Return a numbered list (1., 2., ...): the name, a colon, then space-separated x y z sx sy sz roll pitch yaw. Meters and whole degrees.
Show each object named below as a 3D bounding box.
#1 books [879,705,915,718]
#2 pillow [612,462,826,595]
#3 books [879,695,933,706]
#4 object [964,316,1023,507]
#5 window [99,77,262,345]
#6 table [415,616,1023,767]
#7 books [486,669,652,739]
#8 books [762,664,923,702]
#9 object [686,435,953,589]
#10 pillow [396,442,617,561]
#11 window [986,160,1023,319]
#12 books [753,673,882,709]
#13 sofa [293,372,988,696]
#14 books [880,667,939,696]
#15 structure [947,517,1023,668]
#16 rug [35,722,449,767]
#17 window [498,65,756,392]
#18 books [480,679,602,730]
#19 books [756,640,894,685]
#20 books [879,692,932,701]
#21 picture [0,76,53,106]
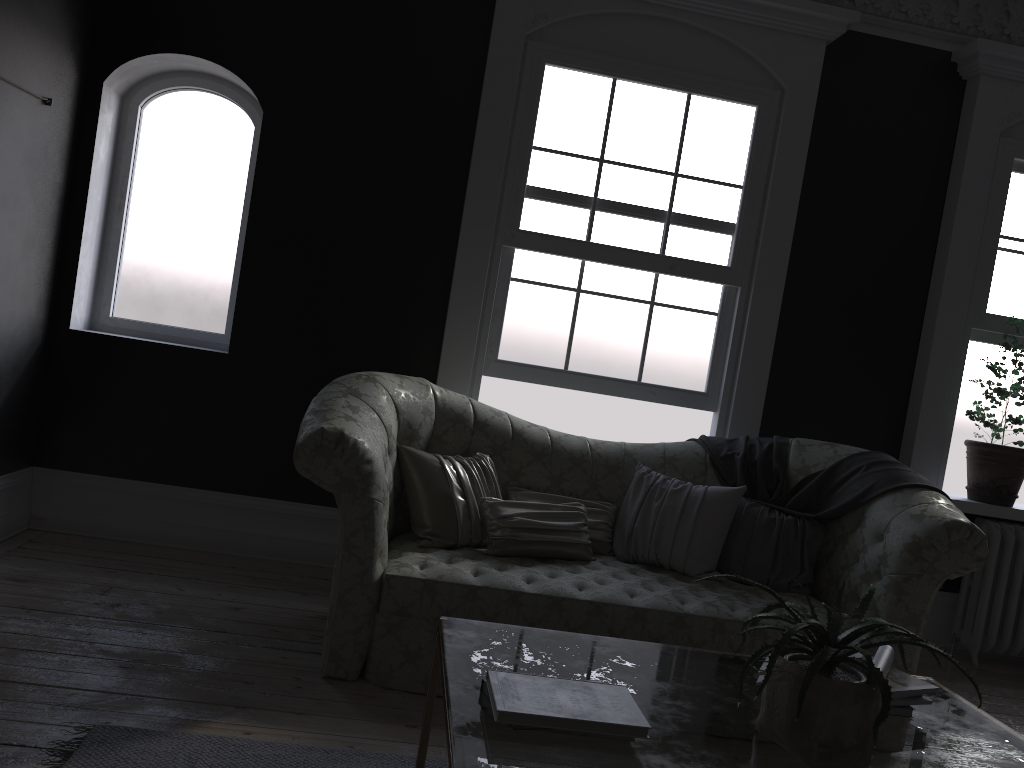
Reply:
1. books: 0.871 0.792 2.253 0.231 0.023 0.162 9 1 -6
2. pillow: 0.978 0.677 4.155 0.964 0.462 0.404 9 2 1
3. books: 0.852 0.761 2.253 0.319 0.011 0.252 8 1 -25
4. object: 2.862 0.132 5.105 0.473 1.135 0.506 11 3 33
5. window: -1.862 -1.001 5.075 0.740 1.458 0.112 9 2 -7
6. table: 0.528 1.040 1.970 1.449 0.558 1.091 9 2 -7
7. books: 0.108 0.651 1.813 0.307 0.024 0.220 9 1 -7
8. books: 0.838 0.748 2.249 0.319 0.011 0.252 8 2 -35
9. object: 1.425 0.564 4.348 1.364 0.585 0.517 11 2 43
10. pillow: -0.005 0.544 4.016 1.106 0.416 0.528 9 2 -7
11. window: 3.416 -0.737 5.262 1.263 1.018 0.056 9 2 -7
12. books: 0.809 0.765 2.239 0.319 0.011 0.252 8 2 -40
13. sofa: 0.447 0.703 4.146 2.814 1.161 1.604 9 2 -6
14. books: 0.868 0.731 2.243 0.319 0.011 0.252 8 2 -30
15. structure: 3.127 1.267 5.139 1.141 0.849 0.276 9 2 -7
16. rug: 0.549 1.317 1.838 3.646 0.050 2.103 9 1 -6
17. window: 0.643 -0.843 4.950 1.263 1.673 0.056 9 2 -7
18. books: 0.100 0.676 1.880 0.290 0.030 0.192 9 1 -23
19. books: 0.793 0.706 2.224 0.272 0.109 0.322 10 2 28
20. books: 0.858 0.740 2.244 0.319 0.011 0.252 8 2 -35
21. picture: -2.020 -0.892 2.041 0.058 0.771 4.452 9 1 -7
